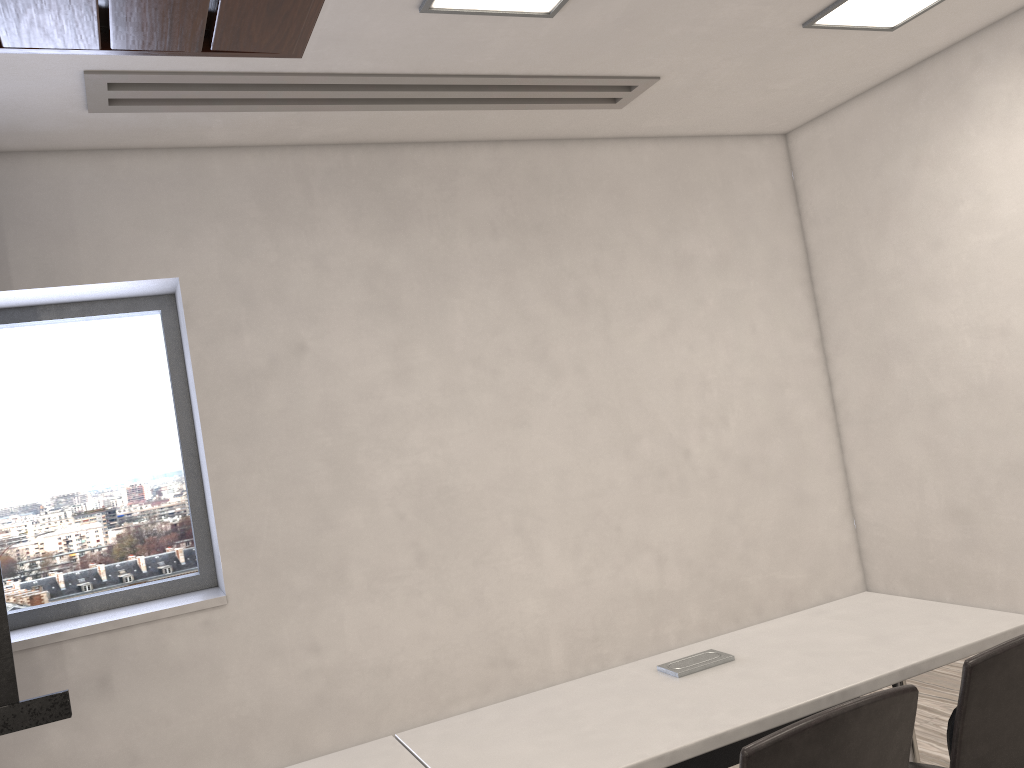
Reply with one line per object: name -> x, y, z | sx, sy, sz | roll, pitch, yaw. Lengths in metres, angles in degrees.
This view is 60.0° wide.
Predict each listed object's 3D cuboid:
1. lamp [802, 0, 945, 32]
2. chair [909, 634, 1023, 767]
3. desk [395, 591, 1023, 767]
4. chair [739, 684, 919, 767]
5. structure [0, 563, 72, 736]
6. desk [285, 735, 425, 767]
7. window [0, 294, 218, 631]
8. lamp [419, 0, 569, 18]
lamp -> 1.519, -1.616, 3.712 | 0.519, 0.120, 0.324 | -8, -3, -24
chair -> 0.944, 0.942, 1.905 | 0.513, 0.939, 0.638 | -8, -3, -23
desk -> 0.578, 1.085, 2.134 | 1.509, 0.795, 0.577 | -8, -3, -24
chair -> 0.477, 1.009, 1.683 | 0.513, 0.939, 0.638 | -8, -3, -25
structure -> -3.313, 0.230, 2.390 | 3.550, 2.329, 0.438 | -8, -3, -24
desk -> -0.793, 1.283, 1.524 | 1.509, 0.795, 0.577 | -8, -3, -24
window -> -4.692, 0.727, 2.903 | 6.968, 1.419, 0.118 | -8, -3, -24
lamp -> -0.031, -1.391, 3.021 | 0.519, 0.120, 0.324 | -8, -3, -24
